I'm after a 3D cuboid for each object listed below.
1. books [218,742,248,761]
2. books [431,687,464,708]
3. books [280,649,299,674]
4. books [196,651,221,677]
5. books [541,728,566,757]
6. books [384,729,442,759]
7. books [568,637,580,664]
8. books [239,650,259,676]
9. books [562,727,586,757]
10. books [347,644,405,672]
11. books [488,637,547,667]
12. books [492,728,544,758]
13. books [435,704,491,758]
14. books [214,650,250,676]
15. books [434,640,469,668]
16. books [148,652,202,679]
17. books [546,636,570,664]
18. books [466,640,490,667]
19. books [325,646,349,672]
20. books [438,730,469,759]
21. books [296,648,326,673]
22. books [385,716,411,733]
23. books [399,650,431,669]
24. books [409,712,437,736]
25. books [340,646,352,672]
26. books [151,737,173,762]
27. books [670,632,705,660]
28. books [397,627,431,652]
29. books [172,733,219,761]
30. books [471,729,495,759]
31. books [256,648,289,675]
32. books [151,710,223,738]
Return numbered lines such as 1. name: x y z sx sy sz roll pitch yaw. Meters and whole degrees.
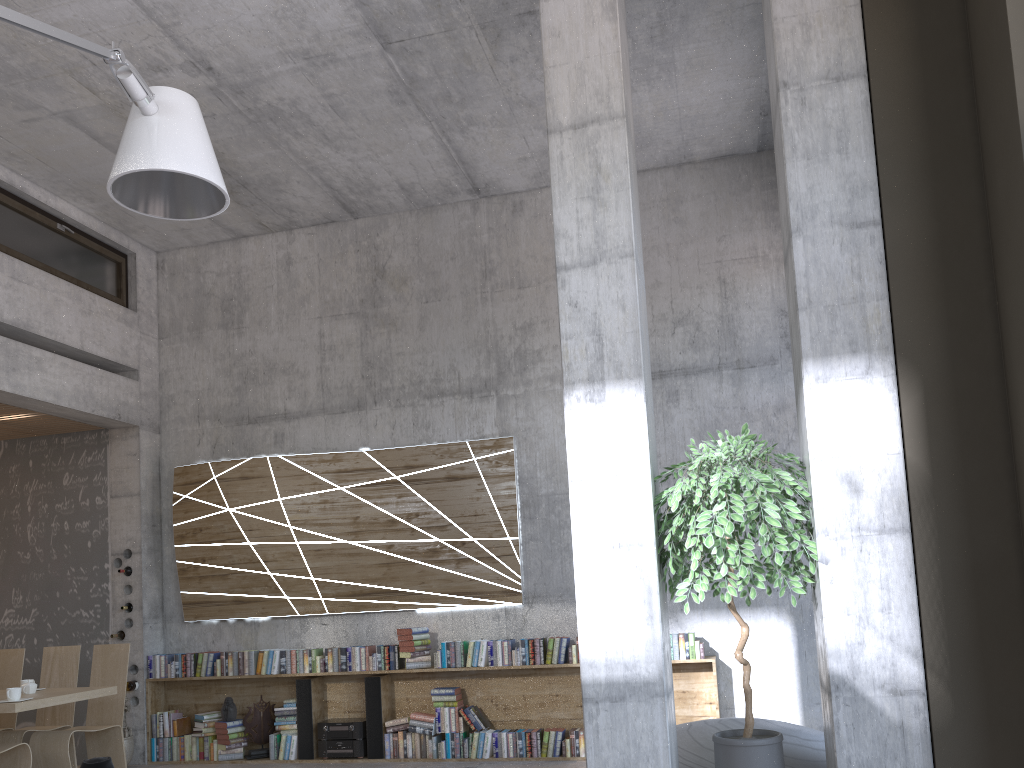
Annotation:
1. books: -2.618 3.430 8.201 0.262 0.148 0.253 3 -13 -30
2. books: -0.574 2.780 7.782 0.239 0.158 0.193 -6 -10 13
3. books: -2.045 2.575 8.132 0.156 0.217 0.157 -5 -8 13
4. books: -2.891 2.673 8.375 0.200 0.224 0.193 -5 -9 13
5. books: 0.355 3.077 7.526 0.200 0.224 0.193 -5 -9 13
6. books: -0.874 3.208 7.833 0.496 0.233 0.246 -6 -10 13
7. books: 0.634 2.270 7.505 0.279 0.216 0.213 -5 -9 12
8. books: -2.450 2.615 8.232 0.156 0.217 0.193 -5 -9 13
9. books: 0.576 3.050 7.462 0.279 0.216 0.213 -5 -9 12
10. books: -1.238 2.486 7.957 0.491 0.216 0.218 -6 -10 14
11. books: 0.049 2.337 7.644 0.491 0.216 0.218 -6 -10 14
12. books: 0.059 3.110 7.590 0.419 0.216 0.208 -6 -9 14
13. books: -0.424 3.055 7.710 0.453 0.441 0.217 -6 -7 14
14. books: -2.654 2.645 8.308 0.279 0.216 0.213 -5 -9 12
15. books: -0.535 2.395 7.774 0.279 0.216 0.213 -5 -9 12
16. books: -3.238 2.711 8.447 0.491 0.216 0.218 -6 -10 14
17. books: 0.397 2.299 7.573 0.200 0.224 0.193 -5 -9 13
18. books: -0.291 2.365 7.704 0.200 0.224 0.193 -5 -9 13
19. books: -1.613 2.537 8.077 0.155 0.216 0.208 -5 -9 13
20. books: -0.514 3.166 7.713 0.227 0.216 0.218 -5 -9 13
21. books: -1.835 2.552 8.082 0.277 0.217 0.173 -6 -9 15
22. books: -0.992 3.048 7.857 0.235 0.137 0.195 -6 -11 15
23. books: -0.854 2.460 7.826 0.285 0.147 0.226 3 -13 -28
24. books: -0.776 2.999 7.744 0.244 0.189 0.157 -6 -9 13
25. books: -1.513 2.523 8.045 0.055 0.217 0.193 -5 -9 13
26. books: -3.342 3.491 8.408 0.274 0.216 0.208 -6 -9 13
27. books: 1.452 2.178 7.280 0.277 0.217 0.173 -6 -9 15
28. books: -0.876 2.285 7.838 0.191 0.206 0.248 -9 -12 34
29. books: -2.964 3.446 8.346 0.496 0.233 0.246 -6 -10 13
30. books: -0.247 3.133 7.637 0.200 0.224 0.193 -5 -9 13
31. books: -2.239 2.590 8.181 0.250 0.224 0.192 -6 -9 13
32. books: -3.078 3.249 8.385 0.719 0.257 0.305 -7 -11 18
